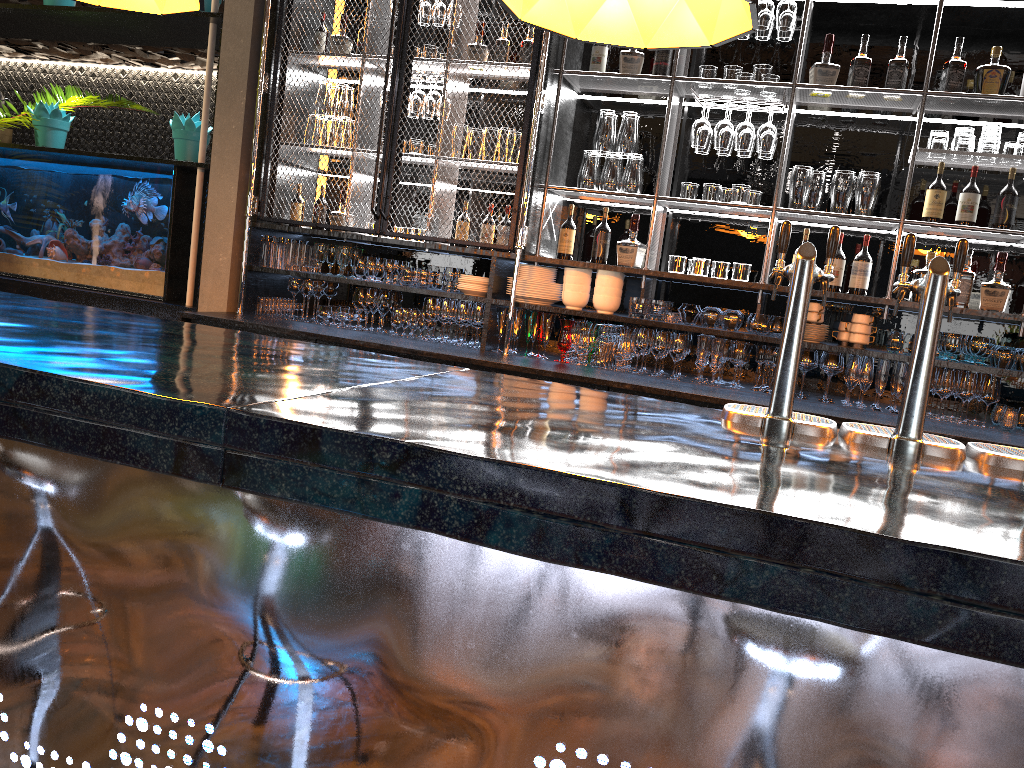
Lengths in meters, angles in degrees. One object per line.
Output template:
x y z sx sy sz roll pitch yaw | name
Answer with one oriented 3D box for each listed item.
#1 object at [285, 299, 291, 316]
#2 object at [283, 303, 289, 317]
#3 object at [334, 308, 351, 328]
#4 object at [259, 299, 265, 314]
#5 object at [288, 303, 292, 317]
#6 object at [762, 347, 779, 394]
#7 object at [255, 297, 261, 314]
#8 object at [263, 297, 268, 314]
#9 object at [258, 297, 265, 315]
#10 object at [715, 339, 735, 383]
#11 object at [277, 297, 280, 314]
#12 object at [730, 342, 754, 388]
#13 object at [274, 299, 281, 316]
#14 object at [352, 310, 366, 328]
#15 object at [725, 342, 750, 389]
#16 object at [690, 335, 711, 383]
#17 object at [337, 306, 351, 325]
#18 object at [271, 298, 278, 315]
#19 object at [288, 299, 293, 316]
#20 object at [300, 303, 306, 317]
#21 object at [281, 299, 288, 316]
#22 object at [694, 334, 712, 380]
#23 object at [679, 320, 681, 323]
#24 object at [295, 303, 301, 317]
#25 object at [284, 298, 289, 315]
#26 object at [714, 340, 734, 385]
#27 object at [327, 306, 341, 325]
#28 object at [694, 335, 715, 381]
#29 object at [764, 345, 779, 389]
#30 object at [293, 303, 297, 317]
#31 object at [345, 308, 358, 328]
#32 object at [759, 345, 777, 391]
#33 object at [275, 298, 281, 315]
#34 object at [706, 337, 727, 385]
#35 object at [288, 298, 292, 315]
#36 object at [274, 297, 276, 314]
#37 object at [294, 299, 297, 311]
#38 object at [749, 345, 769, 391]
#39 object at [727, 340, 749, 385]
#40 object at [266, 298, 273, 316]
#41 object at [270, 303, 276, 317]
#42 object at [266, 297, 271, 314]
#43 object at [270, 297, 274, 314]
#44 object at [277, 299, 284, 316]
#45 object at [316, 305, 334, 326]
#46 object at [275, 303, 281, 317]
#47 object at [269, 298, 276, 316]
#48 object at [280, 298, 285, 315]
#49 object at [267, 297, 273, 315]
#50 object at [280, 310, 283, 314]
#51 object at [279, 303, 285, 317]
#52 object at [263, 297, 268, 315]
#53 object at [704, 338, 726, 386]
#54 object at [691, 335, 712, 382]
-1.309 -0.446 5.178 0.031 0.098 0.031 2 9 -41 | object
-1.298 -0.422 5.076 0.034 0.080 0.034 11 7 25 | object
-0.927 -0.361 4.849 0.093 0.101 0.093 5 7 -20 | object
-1.429 -0.448 5.065 0.028 0.097 0.028 5 7 -23 | object
-1.280 -0.425 5.121 0.034 0.080 0.034 7 7 -1 | object
1.241 -0.063 4.231 0.071 0.217 0.071 11 7 25 | object
-1.441 -0.445 5.033 0.028 0.097 0.028 8 7 7 | object
-1.420 -0.450 5.096 0.028 0.097 0.028 13 9 41 | object
-1.412 -0.437 4.995 0.033 0.101 0.033 13 9 41 | object
1.080 -0.118 4.515 0.092 0.218 0.092 5 7 -22 | object
-1.376 -0.460 5.227 0.028 0.097 0.028 6 7 -9 | object
1.127 -0.093 4.362 0.092 0.218 0.092 5 7 -22 | object
-1.342 -0.437 5.074 0.031 0.098 0.031 5 7 -22 | object
-0.866 -0.376 5.047 0.093 0.101 0.093 12 8 31 | object
1.079 -0.088 4.264 0.092 0.218 0.092 5 7 -22 | object
0.920 -0.120 4.321 0.071 0.226 0.071 6 7 -11 | object
-0.965 -0.393 5.080 0.093 0.101 0.093 8 7 3 | object
-1.373 -0.446 5.115 0.033 0.101 0.033 7 7 -2 | object
-1.300 -0.449 5.216 0.031 0.098 0.031 4 7 -26 | object
-1.241 -0.435 5.246 0.034 0.080 0.034 11 8 26 | object
-1.320 -0.443 5.145 0.031 0.098 0.031 13 9 38 | object
0.990 -0.140 4.567 0.071 0.226 0.071 6 7 -11 | object
0.860 -0.345 4.604 0.049 0.048 0.044 8 7 5 | object
-1.257 -0.432 5.203 0.034 0.080 0.034 11 7 26 | object
-1.333 -0.456 5.237 0.033 0.101 0.033 1 9 -43 | object
1.042 -0.111 4.414 0.092 0.218 0.092 5 7 -22 | object
-0.998 -0.385 4.980 0.093 0.101 0.093 5 7 -22 | object
0.976 -0.133 4.489 0.071 0.226 0.071 6 7 -11 | object
1.282 -0.081 4.429 0.071 0.217 0.071 11 7 25 | object
-1.269 -0.429 5.160 0.034 0.080 0.034 9 7 16 | object
-0.901 -0.369 4.952 0.093 0.101 0.093 13 8 37 | object
1.247 -0.077 4.357 0.071 0.217 0.071 11 7 25 | object
-1.362 -0.450 5.155 0.033 0.101 0.033 10 7 22 | object
1.001 -0.112 4.339 0.071 0.226 0.071 6 7 -11 | object
-1.320 -0.458 5.271 0.033 0.101 0.033 5 7 -18 | object
-1.388 -0.457 5.193 0.028 0.097 0.028 2 9 -38 | object
-1.291 -0.452 5.250 0.031 0.098 0.031 10 7 21 | object
1.194 -0.076 4.286 0.071 0.217 0.071 11 7 25 | object
1.140 -0.108 4.498 0.092 0.218 0.092 5 7 -22 | object
-1.368 -0.432 5.000 0.031 0.098 0.031 3 8 -34 | object
-1.336 -0.412 4.949 0.034 0.080 0.034 11 8 30 | object
-1.410 -0.453 5.127 0.028 0.097 0.028 9 7 14 | object
-1.401 -0.456 5.164 0.028 0.097 0.028 13 9 41 | object
-1.334 -0.440 5.107 0.031 0.098 0.031 4 8 -28 | object
-1.030 -0.378 4.880 0.093 0.101 0.093 6 7 -15 | object
-1.323 -0.416 4.991 0.034 0.080 0.034 5 7 -18 | object
-1.358 -0.435 5.037 0.031 0.098 0.031 6 7 -9 | object
-1.349 -0.453 5.195 0.033 0.101 0.033 7 7 1 | object
-1.386 -0.443 5.074 0.033 0.101 0.033 8 7 8 | object
-1.367 -0.462 5.256 0.028 0.097 0.028 10 7 22 | object
-1.310 -0.419 5.037 0.034 0.080 0.034 5 7 -16 | object
-1.397 -0.440 5.037 0.033 0.101 0.033 7 7 -3 | object
0.977 -0.106 4.262 0.071 0.226 0.071 6 7 -11 | object
0.944 -0.126 4.402 0.071 0.226 0.071 6 7 -11 | object
